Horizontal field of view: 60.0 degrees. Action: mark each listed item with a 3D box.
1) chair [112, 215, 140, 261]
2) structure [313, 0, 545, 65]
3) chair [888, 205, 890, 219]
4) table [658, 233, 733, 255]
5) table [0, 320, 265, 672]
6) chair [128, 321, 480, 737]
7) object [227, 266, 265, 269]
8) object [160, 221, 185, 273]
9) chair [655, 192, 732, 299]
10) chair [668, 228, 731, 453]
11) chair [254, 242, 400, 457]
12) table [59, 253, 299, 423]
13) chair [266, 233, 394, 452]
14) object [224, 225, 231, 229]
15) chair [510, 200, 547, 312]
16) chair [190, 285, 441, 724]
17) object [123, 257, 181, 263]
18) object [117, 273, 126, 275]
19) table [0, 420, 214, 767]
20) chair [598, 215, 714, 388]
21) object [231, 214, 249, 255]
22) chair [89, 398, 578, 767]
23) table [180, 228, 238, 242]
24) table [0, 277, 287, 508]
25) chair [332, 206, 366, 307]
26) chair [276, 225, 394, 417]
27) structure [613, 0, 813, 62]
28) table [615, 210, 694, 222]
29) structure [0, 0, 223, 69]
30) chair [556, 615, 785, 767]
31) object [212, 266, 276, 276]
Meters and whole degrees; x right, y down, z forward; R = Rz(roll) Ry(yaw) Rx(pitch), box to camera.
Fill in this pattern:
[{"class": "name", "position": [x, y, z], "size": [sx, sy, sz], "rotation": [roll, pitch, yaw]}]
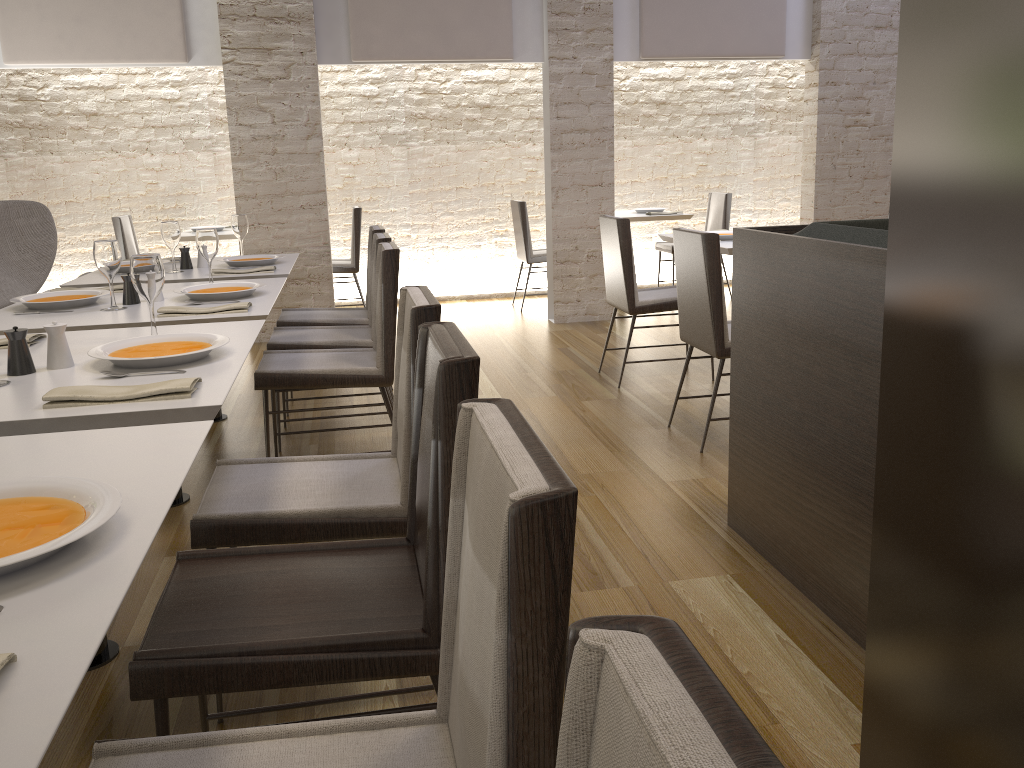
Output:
[{"class": "chair", "position": [-2.760, -0.874, 6.961], "size": [0.566, 0.898, 0.415], "rotation": [-4, 12, -10]}, {"class": "structure", "position": [-0.589, -3.118, 6.199], "size": [1.634, 1.661, 0.098], "rotation": [-4, 12, -10]}, {"class": "chair", "position": [2.087, -0.579, 5.145], "size": [0.566, 0.898, 0.415], "rotation": [-4, 12, -10]}, {"class": "table", "position": [1.442, -0.454, 5.017], "size": [0.936, 0.754, 1.019], "rotation": [-4, 13, -10]}, {"class": "table", "position": [-1.098, 0.326, 2.179], "size": [0.936, 0.754, 1.019], "rotation": [-4, 13, -10]}, {"class": "chair", "position": [-0.336, 0.378, 1.571], "size": [0.566, 0.898, 0.415], "rotation": [-4, 12, -10]}, {"class": "object", "position": [-1.235, -0.546, 4.130], "size": [0.181, 0.015, 0.038], "rotation": [-4, 14, -9]}, {"class": "object", "position": [-1.550, -0.624, 4.042], "size": [0.086, 0.229, 0.087], "rotation": [2, 13, 19]}, {"class": "chair", "position": [1.588, -1.203, 7.739], "size": [0.566, 0.898, 0.415], "rotation": [-4, 12, -10]}, {"class": "chair", "position": [1.009, -0.219, 3.821], "size": [0.566, 0.898, 0.415], "rotation": [-4, 12, -10]}, {"class": "chair", "position": [-0.700, -0.078, 3.467], "size": [0.566, 0.898, 0.415], "rotation": [-4, 12, -10]}, {"class": "table", "position": [-1.514, -0.194, 4.341], "size": [0.936, 0.754, 1.019], "rotation": [-4, 13, -10]}, {"class": "chair", "position": [-0.804, -0.208, 4.007], "size": [0.566, 0.898, 0.415], "rotation": [-4, 12, -10]}, {"class": "object", "position": [-2.437, -1.291, 7.303], "size": [0.273, 0.033, 0.144], "rotation": [-4, 14, -10]}, {"class": "chair", "position": [0.300, -1.106, 7.509], "size": [0.566, 0.898, 0.415], "rotation": [-4, 12, -10]}, {"class": "chair", "position": [-0.439, 0.249, 2.108], "size": [0.566, 0.898, 0.415], "rotation": [-4, 12, -10]}, {"class": "object", "position": [-1.838, -0.631, 4.548], "size": [0.273, 0.033, 0.144], "rotation": [-4, 14, -10]}, {"class": "object", "position": [-1.763, -0.504, 4.038], "size": [0.185, 0.010, 0.017], "rotation": [-4, 14, -10]}, {"class": "table", "position": [-0.890, 0.585, 1.101], "size": [0.936, 0.754, 1.019], "rotation": [-4, 13, -10]}, {"class": "chair", "position": [0.799, -0.482, 4.915], "size": [0.566, 0.898, 0.415], "rotation": [-4, 12, -10]}, {"class": "object", "position": [-1.384, -0.748, 4.524], "size": [0.086, 0.229, 0.087], "rotation": [2, 13, 19]}, {"class": "chair", "position": [-0.226, 0.515, 1.002], "size": [0.566, 0.898, 0.415], "rotation": [-4, 12, -10]}, {"class": "table", "position": [-2.112, -0.854, 7.097], "size": [0.936, 0.754, 1.019], "rotation": [-4, 13, -10]}, {"class": "table", "position": [-1.302, 0.071, 3.242], "size": [0.936, 0.754, 1.019], "rotation": [-4, 13, -10]}, {"class": "chair", "position": [-1.472, -0.971, 7.192], "size": [0.566, 0.898, 0.415], "rotation": [-4, 12, -10]}, {"class": "chair", "position": [-0.911, -0.341, 4.564], "size": [0.566, 0.898, 0.415], "rotation": [-4, 12, -10]}, {"class": "structure", "position": [1.493, -3.275, 6.571], "size": [1.634, 1.661, 0.098], "rotation": [-4, 12, -10]}, {"class": "table", "position": [0.934, -1.084, 7.641], "size": [0.936, 0.754, 1.019], "rotation": [-4, 13, -10]}, {"class": "structure", "position": [-2.809, -2.950, 5.802], "size": [1.634, 1.661, 0.098], "rotation": [-4, 12, -10]}, {"class": "chair", "position": [-0.121, 0.647, 0.454], "size": [0.566, 0.898, 0.415], "rotation": [-4, 12, -10]}, {"class": "object", "position": [-1.199, -0.506, 3.961], "size": [0.273, 0.033, 0.144], "rotation": [-4, 14, -10]}]
